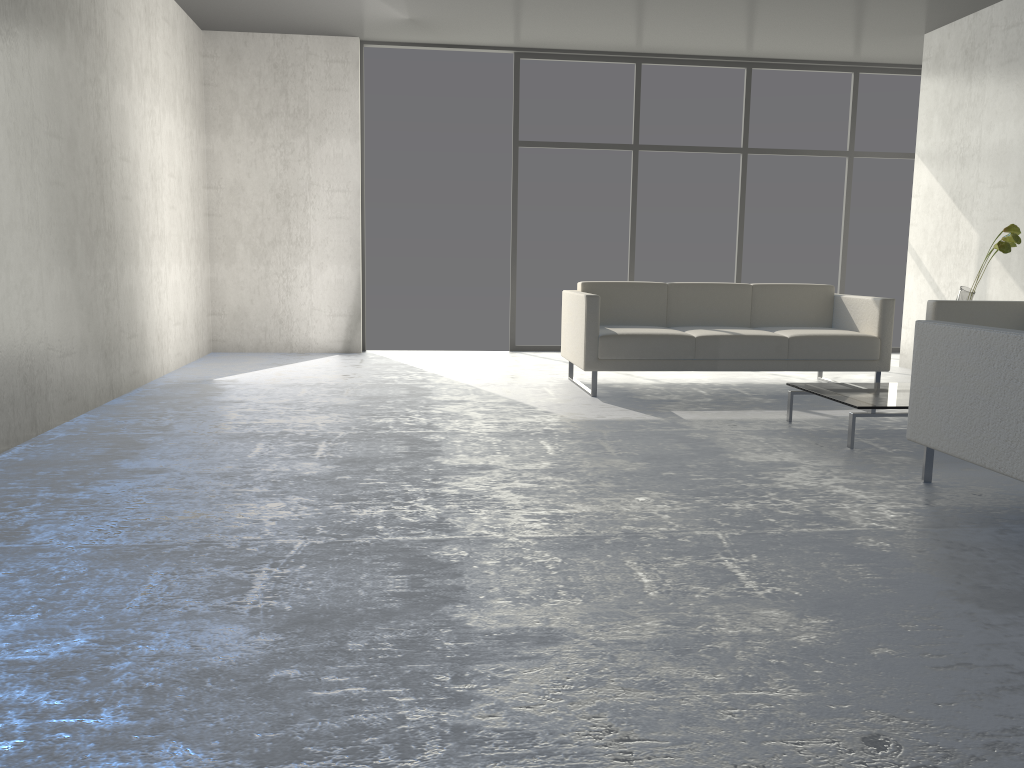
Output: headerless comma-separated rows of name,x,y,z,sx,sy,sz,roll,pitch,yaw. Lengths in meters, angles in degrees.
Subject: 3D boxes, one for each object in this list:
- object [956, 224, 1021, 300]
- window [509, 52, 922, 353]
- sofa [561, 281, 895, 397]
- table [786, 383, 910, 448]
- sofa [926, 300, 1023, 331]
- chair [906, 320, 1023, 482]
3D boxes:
object,2.836,-0.442,5.362,0.387,1.051,0.400,4,9,21
window,2.023,-1.508,7.714,4.080,2.477,0.037,0,8,-7
sofa,1.308,-0.304,5.601,1.881,0.658,0.821,0,8,-7
table,1.810,0.138,4.190,0.773,0.190,0.730,0,8,-7
sofa,2.908,-0.100,4.326,0.821,0.658,1.881,0,8,-7
chair,1.859,0.084,2.885,0.748,0.662,0.821,0,8,-7
